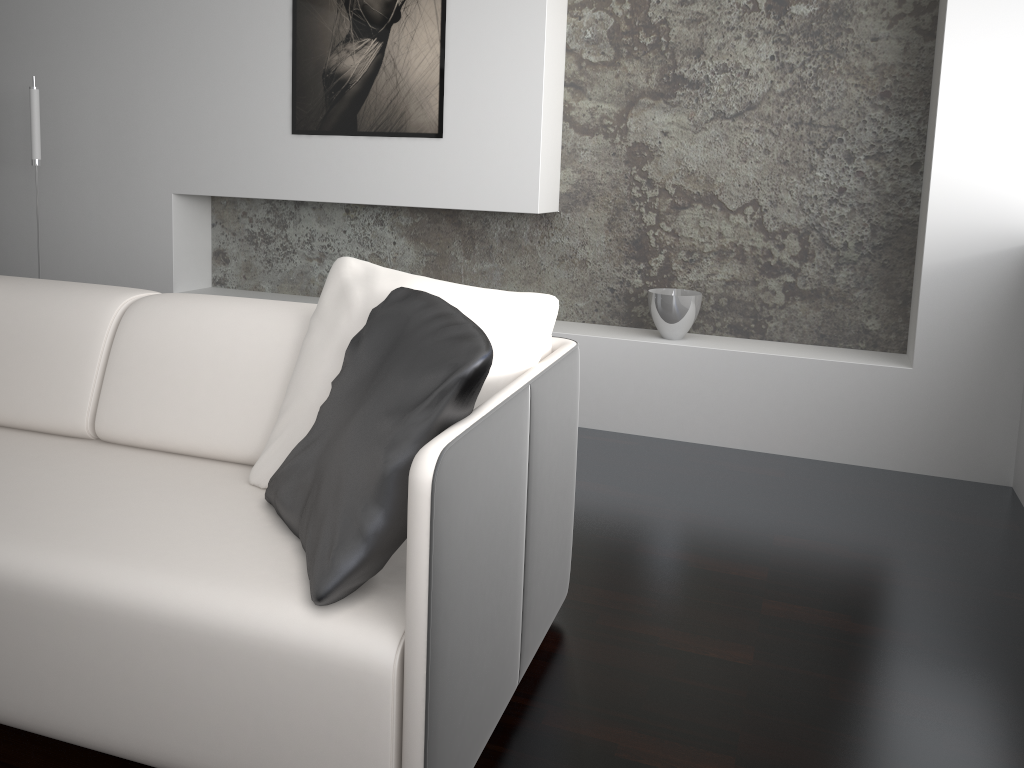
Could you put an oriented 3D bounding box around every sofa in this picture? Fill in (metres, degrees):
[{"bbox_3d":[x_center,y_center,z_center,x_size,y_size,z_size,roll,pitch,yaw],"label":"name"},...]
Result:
[{"bbox_3d":[-1.035,0.154,1.992,2.245,0.650,0.935,6,12,17],"label":"sofa"}]

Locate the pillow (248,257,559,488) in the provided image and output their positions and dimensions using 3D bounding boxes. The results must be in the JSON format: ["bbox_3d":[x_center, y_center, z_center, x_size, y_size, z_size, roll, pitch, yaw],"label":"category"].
[{"bbox_3d":[-0.232,0.013,1.836,0.590,0.499,0.303,7,10,23],"label":"pillow"}]

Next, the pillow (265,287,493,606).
[{"bbox_3d":[-0.230,0.076,1.561,0.334,0.429,0.562,-2,12,-24],"label":"pillow"}]

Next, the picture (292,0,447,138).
[{"bbox_3d":[-0.624,-1.571,3.782,0.748,0.988,0.004,6,8,20],"label":"picture"}]

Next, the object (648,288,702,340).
[{"bbox_3d":[0.659,-0.281,3.590,0.216,0.187,0.219,5,11,14],"label":"object"}]

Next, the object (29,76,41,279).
[{"bbox_3d":[-2.232,-0.740,4.148,0.181,1.373,0.182,5,8,20],"label":"object"}]
